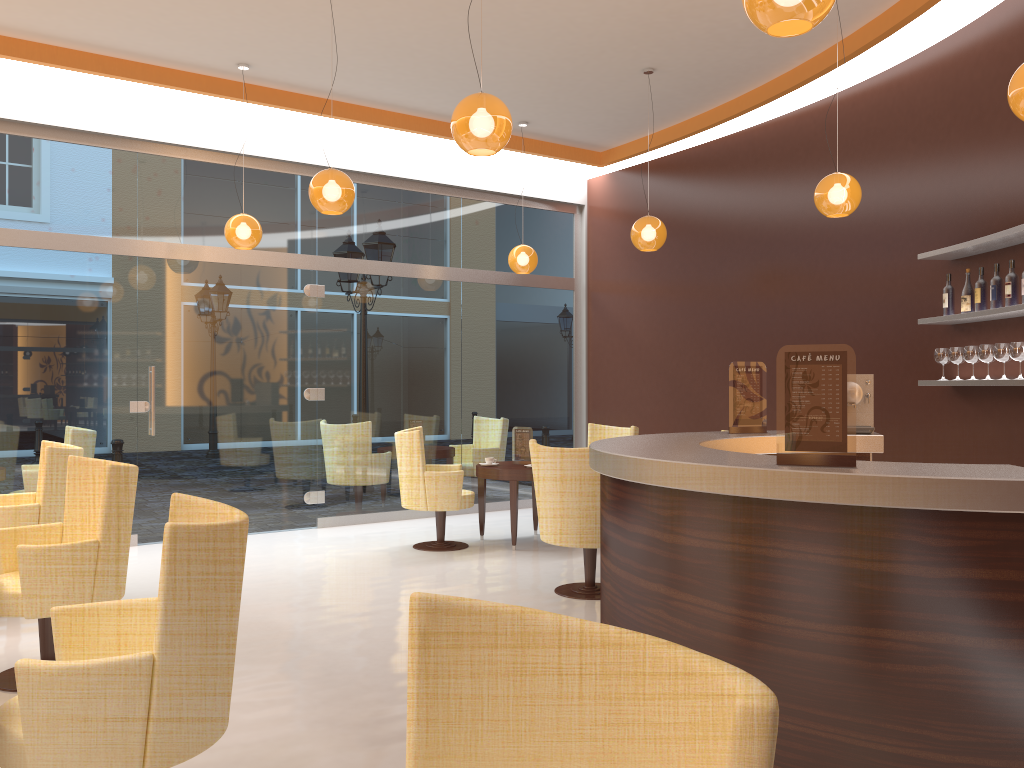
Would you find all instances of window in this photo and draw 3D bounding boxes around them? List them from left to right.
[{"bbox_3d":[-2.567,-0.352,8.134,8.200,3.380,0.040,0,0,-35],"label":"window"}]

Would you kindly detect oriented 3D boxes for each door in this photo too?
[{"bbox_3d":[-2.567,0.148,8.133,1.640,2.499,0.020,0,0,-35],"label":"door"}]

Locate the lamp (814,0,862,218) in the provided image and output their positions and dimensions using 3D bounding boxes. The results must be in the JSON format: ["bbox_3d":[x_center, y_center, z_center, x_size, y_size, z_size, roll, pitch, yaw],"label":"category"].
[{"bbox_3d":[2.156,-1.864,5.877,0.299,1.500,0.299,0,0,34],"label":"lamp"}]

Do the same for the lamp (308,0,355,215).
[{"bbox_3d":[-1.170,-1.861,5.765,0.299,1.500,0.299,0,0,-24],"label":"lamp"}]

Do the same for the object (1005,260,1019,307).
[{"bbox_3d":[2.990,-0.594,5.302,0.073,0.297,0.073,0,0,-25],"label":"object"}]

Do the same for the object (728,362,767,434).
[{"bbox_3d":[1.363,0.078,5.126,0.258,0.414,0.052,0,0,-21],"label":"object"}]

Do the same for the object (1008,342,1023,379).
[{"bbox_3d":[2.989,-0.135,5.215,0.125,0.221,0.125,0,0,-10],"label":"object"}]

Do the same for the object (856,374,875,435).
[{"bbox_3d":[1.946,0.115,5.154,0.270,0.340,0.373,0,0,10],"label":"object"}]

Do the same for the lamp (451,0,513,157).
[{"bbox_3d":[-0.147,-1.866,4.284,0.299,1.500,0.299,0,0,33],"label":"lamp"}]

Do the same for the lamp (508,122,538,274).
[{"bbox_3d":[0.109,-1.853,8.838,0.299,1.500,0.299,0,0,23],"label":"lamp"}]

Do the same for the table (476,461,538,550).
[{"bbox_3d":[0.119,1.055,7.832,0.872,0.679,0.874,0,0,12],"label":"table"}]

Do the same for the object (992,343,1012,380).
[{"bbox_3d":[2.987,-0.134,5.383,0.125,0.221,0.125,0,0,-10],"label":"object"}]

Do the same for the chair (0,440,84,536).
[{"bbox_3d":[-3.058,0.882,5.544,0.685,1.017,0.729,0,0,-32],"label":"chair"}]

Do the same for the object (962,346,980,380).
[{"bbox_3d":[2.968,-0.133,5.709,0.125,0.221,0.125,0,0,-10],"label":"object"}]

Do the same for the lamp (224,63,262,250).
[{"bbox_3d":[-2.194,-1.855,7.246,0.299,1.500,0.299,0,0,30],"label":"lamp"}]

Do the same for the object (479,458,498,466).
[{"bbox_3d":[-0.200,0.681,7.767,0.153,0.069,0.153,0,0,-34],"label":"object"}]

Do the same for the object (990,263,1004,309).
[{"bbox_3d":[2.988,-0.593,5.463,0.073,0.297,0.073,0,0,-25],"label":"object"}]

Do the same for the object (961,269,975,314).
[{"bbox_3d":[2.971,-0.598,5.773,0.086,0.303,0.086,0,0,34],"label":"object"}]

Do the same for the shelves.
[{"bbox_3d":[2.578,-0.446,3.800,0.586,0.902,4.744,0,0,13],"label":"shelves"}]

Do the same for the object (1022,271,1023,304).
[{"bbox_3d":[2.990,-0.594,5.127,0.073,0.297,0.073,0,0,-37],"label":"object"}]

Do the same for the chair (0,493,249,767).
[{"bbox_3d":[-1.130,0.871,2.605,0.685,1.017,0.729,0,0,-18],"label":"chair"}]

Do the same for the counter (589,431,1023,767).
[{"bbox_3d":[1.158,0.832,4.128,1.586,1.100,2.917,0,0,10],"label":"counter"}]

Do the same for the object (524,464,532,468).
[{"bbox_3d":[0.237,0.706,7.619,0.234,0.020,0.234,0,0,27],"label":"object"}]

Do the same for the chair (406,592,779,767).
[{"bbox_3d":[-0.043,0.866,1.183,0.685,1.017,0.729,0,0,-38],"label":"chair"}]

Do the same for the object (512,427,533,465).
[{"bbox_3d":[0.094,0.548,7.870,0.209,0.335,0.042,0,0,30],"label":"object"}]

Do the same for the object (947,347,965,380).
[{"bbox_3d":[2.952,-0.133,5.872,0.125,0.221,0.125,0,0,-10],"label":"object"}]

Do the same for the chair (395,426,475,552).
[{"bbox_3d":[-0.661,0.886,7.604,0.685,1.017,0.729,0,0,-3],"label":"chair"}]

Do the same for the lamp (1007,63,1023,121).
[{"bbox_3d":[2.275,-1.870,3.770,0.299,1.500,0.299,0,0,-17],"label":"lamp"}]

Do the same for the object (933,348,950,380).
[{"bbox_3d":[2.932,-0.132,6.029,0.125,0.221,0.125,0,0,-10],"label":"object"}]

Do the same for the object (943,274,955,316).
[{"bbox_3d":[2.933,-0.592,5.953,0.073,0.297,0.073,0,0,-25],"label":"object"}]

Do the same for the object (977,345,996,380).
[{"bbox_3d":[2.977,-0.134,5.546,0.125,0.221,0.125,0,0,-10],"label":"object"}]

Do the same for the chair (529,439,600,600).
[{"bbox_3d":[0.490,0.880,5.898,0.729,1.017,0.685,0,0,33],"label":"chair"}]

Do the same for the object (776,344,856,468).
[{"bbox_3d":[1.036,0.072,3.027,0.258,0.414,0.052,0,0,24],"label":"object"}]

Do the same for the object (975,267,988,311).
[{"bbox_3d":[2.980,-0.593,5.630,0.073,0.297,0.073,0,0,25],"label":"object"}]

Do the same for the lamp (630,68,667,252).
[{"bbox_3d":[1.133,-1.858,7.357,0.299,1.500,0.299,0,0,33],"label":"lamp"}]

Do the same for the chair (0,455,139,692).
[{"bbox_3d":[-2.171,0.877,4.261,0.685,1.017,0.729,0,0,-38],"label":"chair"}]

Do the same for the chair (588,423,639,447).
[{"bbox_3d":[0.814,0.886,8.221,0.685,1.017,0.729,0,0,-32],"label":"chair"}]

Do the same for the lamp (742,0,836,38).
[{"bbox_3d":[0.877,-1.871,2.804,0.299,1.500,0.299,0,0,-17],"label":"lamp"}]
